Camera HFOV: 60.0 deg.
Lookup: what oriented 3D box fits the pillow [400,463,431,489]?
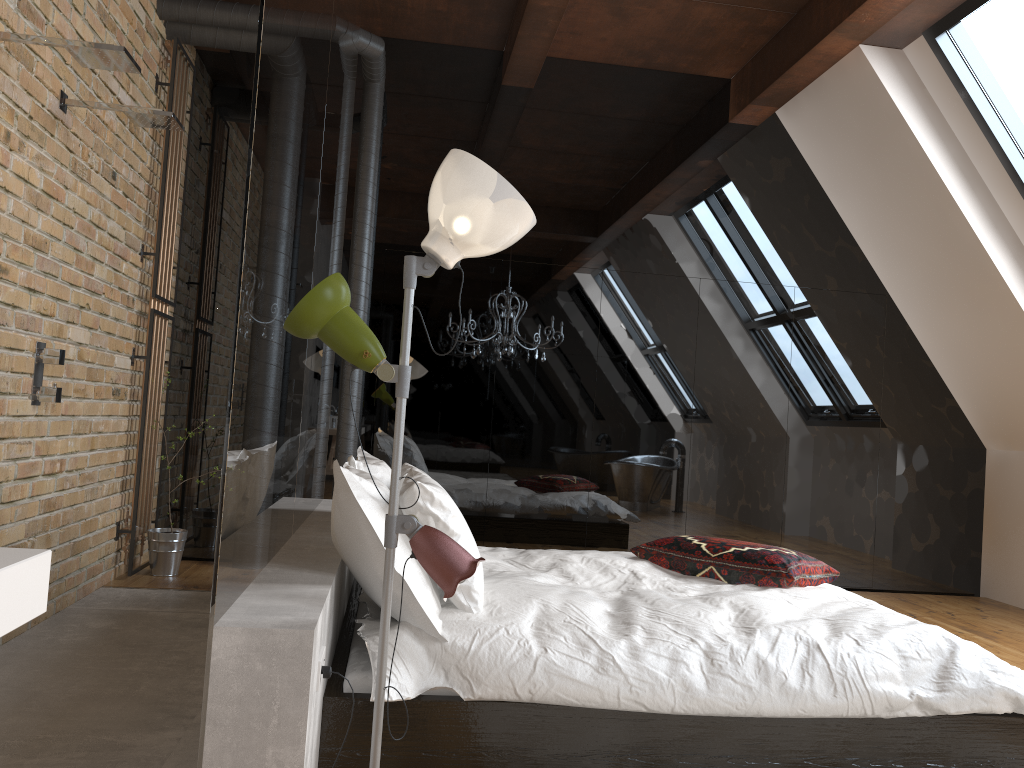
[{"bbox_3d":[-0.347,0.544,3.668,0.291,0.385,0.748,4,-3,-7],"label":"pillow"}]

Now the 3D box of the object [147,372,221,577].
[{"bbox_3d":[-1.775,0.500,4.981,0.517,1.117,0.228,6,-3,-37],"label":"object"}]

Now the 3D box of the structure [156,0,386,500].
[{"bbox_3d":[-1.428,-0.485,5.052,1.189,3.140,0.829,4,-3,-7],"label":"structure"}]

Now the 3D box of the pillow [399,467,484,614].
[{"bbox_3d":[-0.241,0.494,2.882,0.276,0.397,0.744,4,-3,-7],"label":"pillow"}]

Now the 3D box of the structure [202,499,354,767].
[{"bbox_3d":[-0.719,0.808,3.249,0.206,0.494,2.820,4,-3,-7],"label":"structure"}]

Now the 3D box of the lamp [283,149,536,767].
[{"bbox_3d":[-0.263,0.240,2.024,0.561,1.582,0.270,4,-3,-10],"label":"lamp"}]

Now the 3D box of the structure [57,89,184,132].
[{"bbox_3d":[-1.562,-1.099,3.539,0.453,0.079,0.192,4,-3,-7],"label":"structure"}]

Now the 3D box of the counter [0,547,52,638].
[{"bbox_3d":[-0.776,0.528,0.044,0.630,0.765,2.011,4,-3,-7],"label":"counter"}]

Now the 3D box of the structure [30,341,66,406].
[{"bbox_3d":[-1.814,-0.037,3.469,0.092,0.248,0.090,4,-3,-7],"label":"structure"}]

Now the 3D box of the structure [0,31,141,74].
[{"bbox_3d":[-1.481,-1.121,2.921,0.453,0.079,0.192,4,-3,-7],"label":"structure"}]

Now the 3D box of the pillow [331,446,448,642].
[{"bbox_3d":[-0.460,0.502,3.264,0.358,0.517,1.746,4,-3,-8],"label":"pillow"}]

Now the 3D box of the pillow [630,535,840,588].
[{"bbox_3d":[0.934,0.738,3.728,0.748,0.157,0.453,2,-3,43],"label":"pillow"}]

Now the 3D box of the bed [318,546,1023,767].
[{"bbox_3d":[0.438,0.925,3.523,2.169,0.442,2.300,4,-3,-7],"label":"bed"}]

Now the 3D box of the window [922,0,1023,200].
[{"bbox_3d":[3.072,-0.877,3.953,1.702,2.162,1.713,4,-3,-7],"label":"window"}]
